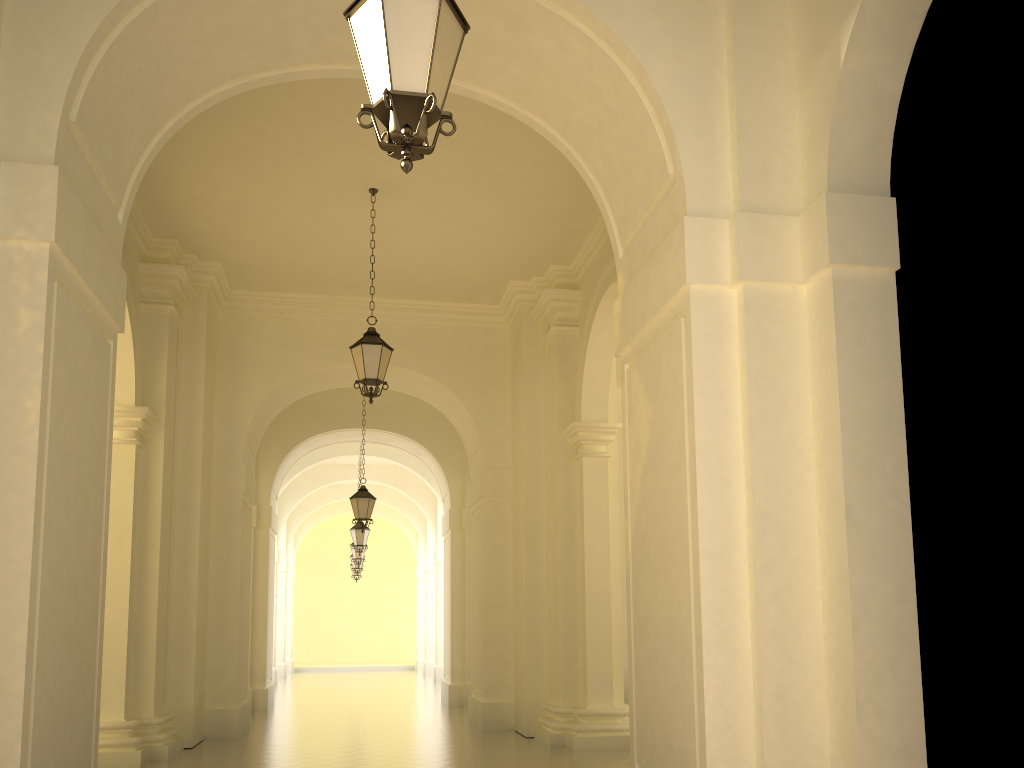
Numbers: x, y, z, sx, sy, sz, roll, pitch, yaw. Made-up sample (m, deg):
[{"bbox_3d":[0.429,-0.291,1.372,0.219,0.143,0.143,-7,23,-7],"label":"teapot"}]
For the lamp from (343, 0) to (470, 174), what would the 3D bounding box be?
[{"bbox_3d":[-0.430,-2.434,3.644,0.446,3.243,0.516,6,-9,-40],"label":"lamp"}]

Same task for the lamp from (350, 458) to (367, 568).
[{"bbox_3d":[-4.371,3.608,25.018,0.510,3.243,0.451,1,-7,-10],"label":"lamp"}]

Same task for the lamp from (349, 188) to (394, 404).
[{"bbox_3d":[-1.602,-1.014,10.027,0.443,2.514,0.519,-3,-8,19],"label":"lamp"}]

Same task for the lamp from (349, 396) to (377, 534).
[{"bbox_3d":[-2.760,1.139,16.282,0.446,3.243,0.516,6,-9,-40],"label":"lamp"}]

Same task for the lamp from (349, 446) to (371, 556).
[{"bbox_3d":[-3.670,2.533,21.213,0.510,3.243,0.451,1,-7,-10],"label":"lamp"}]

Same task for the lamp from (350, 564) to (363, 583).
[{"bbox_3d":[-5.745,5.714,32.467,0.510,3.243,0.451,1,-7,-10],"label":"lamp"}]

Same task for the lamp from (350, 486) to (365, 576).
[{"bbox_3d":[-5.060,4.665,28.754,0.510,3.243,0.451,1,-7,-10],"label":"lamp"}]
